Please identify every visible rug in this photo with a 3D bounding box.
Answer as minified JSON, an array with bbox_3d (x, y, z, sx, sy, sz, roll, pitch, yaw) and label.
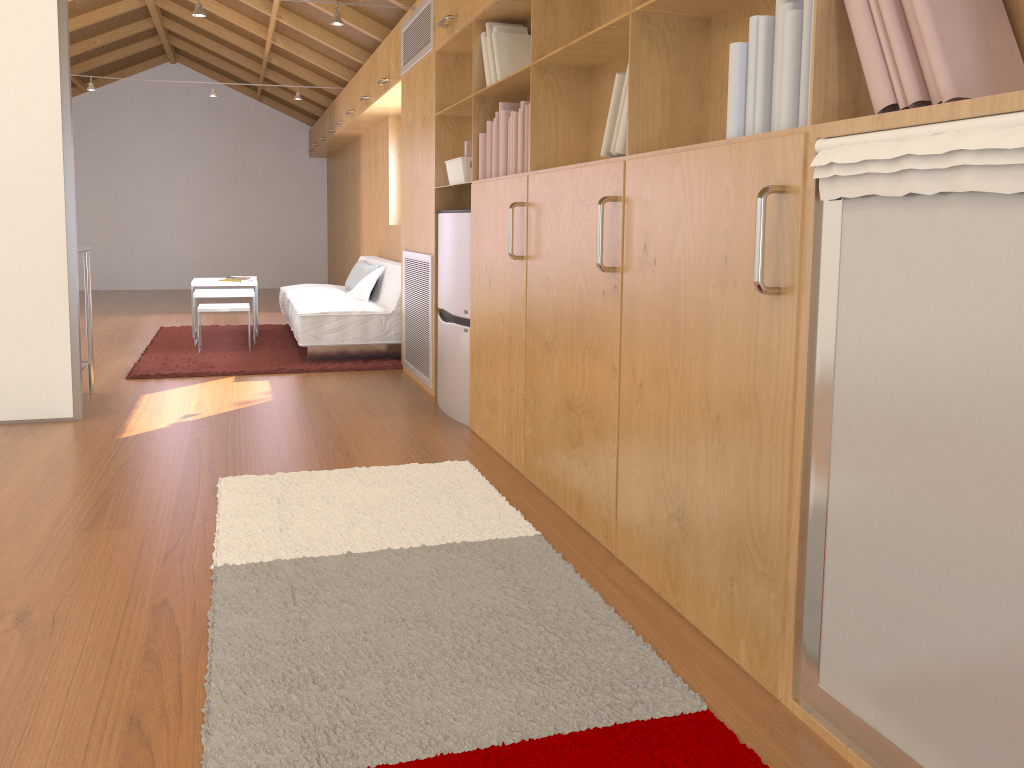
[{"bbox_3d":[-1.702,-0.286,6.595,1.886,0.020,2.504,-2,11,-17],"label":"rug"},{"bbox_3d":[-0.054,0.652,1.534,0.917,0.011,3.757,-2,11,-17],"label":"rug"}]

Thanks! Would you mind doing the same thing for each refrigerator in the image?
[{"bbox_3d":[-0.209,-0.355,4.340,0.262,0.978,0.720,-1,8,-17],"label":"refrigerator"}]

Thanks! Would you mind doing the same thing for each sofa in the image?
[{"bbox_3d":[-1.296,-0.633,6.802,0.863,0.623,2.377,-2,10,-17],"label":"sofa"}]

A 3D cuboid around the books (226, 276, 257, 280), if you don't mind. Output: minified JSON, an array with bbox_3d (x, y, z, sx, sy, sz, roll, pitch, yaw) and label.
[{"bbox_3d":[-2.145,-0.841,7.013,0.193,0.016,0.154,1,10,2],"label":"books"}]

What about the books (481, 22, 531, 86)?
[{"bbox_3d":[-0.017,-1.390,3.747,0.176,0.294,0.282,-1,8,-17],"label":"books"}]

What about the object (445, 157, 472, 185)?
[{"bbox_3d":[-0.191,-1.025,4.286,0.203,0.121,0.353,-2,10,-17],"label":"object"}]

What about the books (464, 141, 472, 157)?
[{"bbox_3d":[-0.150,-1.045,4.165,0.150,0.191,0.089,-2,7,-17],"label":"books"}]

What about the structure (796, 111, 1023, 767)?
[{"bbox_3d":[0.774,0.139,1.348,0.316,1.070,0.732,-1,8,-17],"label":"structure"}]

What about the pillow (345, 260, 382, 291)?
[{"bbox_3d":[-1.205,-0.850,7.104,0.171,0.249,1.051,-2,10,-17],"label":"pillow"}]

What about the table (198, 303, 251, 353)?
[{"bbox_3d":[-2.038,-0.401,6.267,0.342,0.306,0.373,-2,9,-17],"label":"table"}]

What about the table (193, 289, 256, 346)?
[{"bbox_3d":[-2.156,-0.508,6.644,0.424,0.380,0.463,-2,9,-17],"label":"table"}]

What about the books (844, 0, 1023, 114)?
[{"bbox_3d":[0.701,-0.596,1.482,0.176,0.294,0.282,-1,8,-17],"label":"books"}]

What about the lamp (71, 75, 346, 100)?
[{"bbox_3d":[-3.332,-2.549,7.470,3.830,0.151,0.073,-3,7,-17],"label":"lamp"}]

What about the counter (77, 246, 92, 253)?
[{"bbox_3d":[-3.119,-0.613,4.029,2.110,0.021,0.656,-3,11,-17],"label":"counter"}]

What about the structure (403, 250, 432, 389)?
[{"bbox_3d":[-0.553,-0.402,5.129,0.013,0.715,0.827,-1,9,-17],"label":"structure"}]

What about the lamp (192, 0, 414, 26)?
[{"bbox_3d":[-2.381,-1.989,4.439,3.830,0.151,0.073,-3,7,-17],"label":"lamp"}]

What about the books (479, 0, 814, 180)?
[{"bbox_3d":[0.408,-0.944,2.383,0.189,0.652,3.138,-1,10,-17],"label":"books"}]

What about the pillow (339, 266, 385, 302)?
[{"bbox_3d":[-1.093,-0.739,6.489,0.347,0.249,0.269,7,10,36],"label":"pillow"}]

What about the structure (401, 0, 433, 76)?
[{"bbox_3d":[-0.542,-1.963,4.993,0.013,0.298,0.911,-1,10,-17],"label":"structure"}]

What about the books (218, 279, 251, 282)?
[{"bbox_3d":[-2.174,-0.811,6.934,0.193,0.016,0.154,3,10,12],"label":"books"}]

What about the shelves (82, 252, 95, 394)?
[{"bbox_3d":[-3.124,-0.224,4.068,2.093,0.746,0.638,-2,8,-17],"label":"shelves"}]

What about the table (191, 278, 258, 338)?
[{"bbox_3d":[-2.294,-0.616,7.079,0.485,0.434,0.529,-2,9,-17],"label":"table"}]
